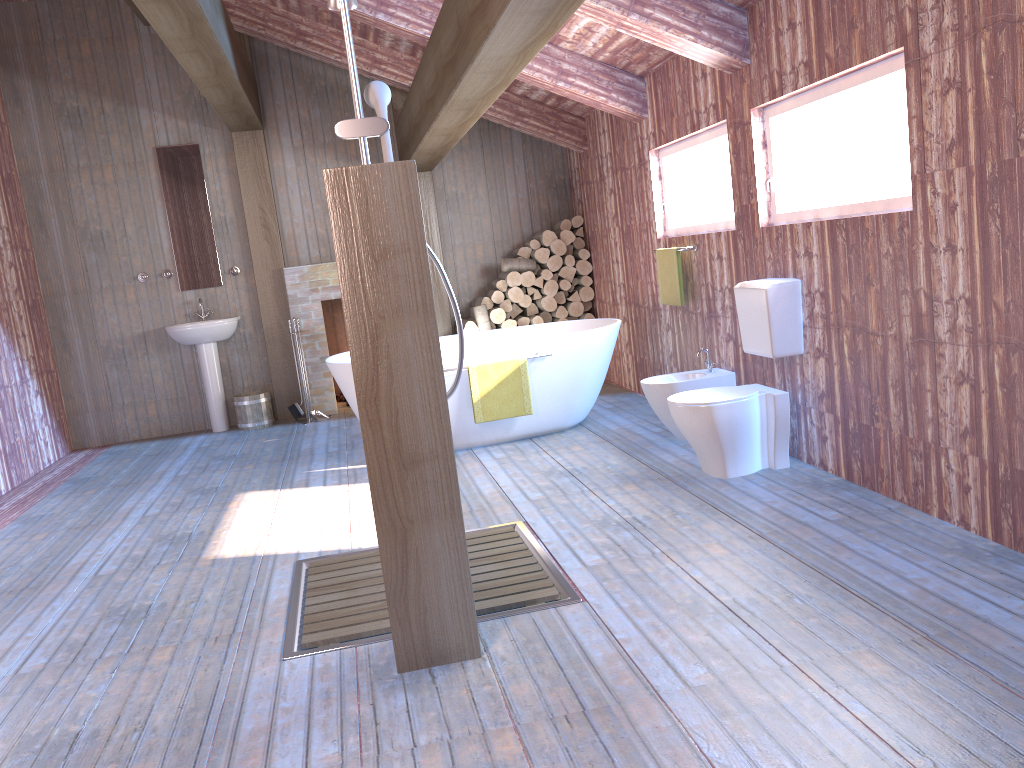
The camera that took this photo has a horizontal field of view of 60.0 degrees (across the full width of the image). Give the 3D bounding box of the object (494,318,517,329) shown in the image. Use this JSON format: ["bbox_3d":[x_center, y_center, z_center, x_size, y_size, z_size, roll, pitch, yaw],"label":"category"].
[{"bbox_3d":[-0.064,-0.522,7.860,0.139,0.148,0.458,-8,8,-9],"label":"object"}]

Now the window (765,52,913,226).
[{"bbox_3d":[1.416,-1.014,3.844,0.054,0.587,1.255,-8,8,-9],"label":"window"}]

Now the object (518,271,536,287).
[{"bbox_3d":[0.095,-0.932,7.829,0.138,0.147,0.440,-8,8,-9],"label":"object"}]

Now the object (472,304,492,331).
[{"bbox_3d":[-0.250,-0.533,7.631,0.147,0.298,0.109,-8,8,-7],"label":"object"}]

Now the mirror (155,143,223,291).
[{"bbox_3d":[-2.718,-1.400,7.473,0.350,1.199,0.009,-8,8,-10],"label":"mirror"}]

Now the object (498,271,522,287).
[{"bbox_3d":[-0.019,-0.929,7.807,0.135,0.145,0.439,-8,8,-9],"label":"object"}]

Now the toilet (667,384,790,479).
[{"bbox_3d":[1.047,0.238,4.370,0.534,0.400,0.375,-8,8,-9],"label":"toilet"}]

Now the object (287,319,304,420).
[{"bbox_3d":[-1.859,-0.114,7.427,0.136,0.846,0.062,-12,9,-28],"label":"object"}]

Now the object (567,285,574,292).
[{"bbox_3d":[0.501,-0.852,7.903,0.067,0.069,0.177,-8,8,-10],"label":"object"}]

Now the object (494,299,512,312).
[{"bbox_3d":[-0.083,-0.693,7.829,0.111,0.113,0.301,-9,8,-11],"label":"object"}]

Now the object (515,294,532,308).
[{"bbox_3d":[0.090,-0.742,7.843,0.115,0.123,0.291,-8,8,-9],"label":"object"}]

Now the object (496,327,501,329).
[{"bbox_3d":[-0.173,-0.413,7.861,0.155,0.174,0.483,-9,8,-11],"label":"object"}]

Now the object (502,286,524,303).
[{"bbox_3d":[-0.014,-0.792,7.819,0.141,0.143,0.437,-9,8,-12],"label":"object"}]

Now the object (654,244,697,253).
[{"bbox_3d":[1.017,-0.848,5.602,0.091,0.043,0.581,-8,8,-9],"label":"object"}]

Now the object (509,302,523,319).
[{"bbox_3d":[0.005,-0.667,7.939,0.128,0.150,0.323,-8,8,-10],"label":"object"}]

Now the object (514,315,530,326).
[{"bbox_3d":[0.076,-0.550,7.872,0.114,0.120,0.303,-8,8,-9],"label":"object"}]

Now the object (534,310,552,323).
[{"bbox_3d":[0.266,-0.605,8.000,0.116,0.118,0.289,-9,8,-12],"label":"object"}]

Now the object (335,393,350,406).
[{"bbox_3d":[-1.282,0.086,8.527,0.829,0.085,0.935,-11,9,-27],"label":"object"}]

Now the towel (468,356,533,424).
[{"bbox_3d":[-0.069,0.036,5.385,0.370,0.361,0.032,-9,9,-13],"label":"towel"}]

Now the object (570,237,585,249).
[{"bbox_3d":[0.567,-1.253,7.916,0.107,0.115,0.269,-8,8,-9],"label":"object"}]

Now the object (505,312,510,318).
[{"bbox_3d":[-0.067,-0.614,7.842,0.064,0.068,0.174,-9,8,-11],"label":"object"}]

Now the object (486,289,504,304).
[{"bbox_3d":[-0.147,-0.770,7.790,0.115,0.123,0.291,-8,8,-9],"label":"object"}]

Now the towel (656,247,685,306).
[{"bbox_3d":[1.002,-0.680,5.625,0.032,0.361,0.370,-8,8,-10],"label":"towel"}]

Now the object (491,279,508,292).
[{"bbox_3d":[-0.109,-0.868,7.801,0.106,0.112,0.282,-8,8,-9],"label":"object"}]

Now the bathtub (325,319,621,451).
[{"bbox_3d":[-0.245,-0.186,5.909,1.935,1.109,1.460,-5,8,12],"label":"bathtub"}]

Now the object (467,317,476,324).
[{"bbox_3d":[-0.332,-0.547,7.899,0.099,0.093,0.280,-8,8,-9],"label":"object"}]

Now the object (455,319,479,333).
[{"bbox_3d":[-0.401,-0.498,7.792,0.139,0.137,0.455,-9,8,-12],"label":"object"}]

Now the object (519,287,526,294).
[{"bbox_3d":[0.078,-0.825,7.818,0.057,0.061,0.156,-9,8,-11],"label":"object"}]

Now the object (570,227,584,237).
[{"bbox_3d":[0.560,-1.351,7.919,0.081,0.100,0.281,-8,8,-10],"label":"object"}]

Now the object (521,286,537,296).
[{"bbox_3d":[0.150,-0.829,7.847,0.088,0.092,0.280,-8,8,-9],"label":"object"}]

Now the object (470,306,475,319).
[{"bbox_3d":[-0.302,-0.634,7.896,0.108,0.113,0.302,-8,8,-9],"label":"object"}]

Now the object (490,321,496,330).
[{"bbox_3d":[-0.228,-0.520,7.908,0.121,0.124,0.291,-8,8,-9],"label":"object"}]

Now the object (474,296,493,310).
[{"bbox_3d":[-0.252,-0.716,7.826,0.114,0.113,0.301,-9,8,-12],"label":"object"}]

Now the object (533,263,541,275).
[{"bbox_3d":[0.167,-1.034,7.927,0.121,0.124,0.291,-8,8,-9],"label":"object"}]

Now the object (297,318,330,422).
[{"bbox_3d":[-1.712,-0.121,7.442,0.206,0.871,0.126,-2,10,33],"label":"object"}]

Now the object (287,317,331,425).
[{"bbox_3d":[-1.798,-0.120,7.491,0.276,0.888,0.333,-2,10,32],"label":"object"}]

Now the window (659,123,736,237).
[{"bbox_3d":[1.146,-1.204,5.355,0.054,0.587,1.255,-8,8,-9],"label":"window"}]

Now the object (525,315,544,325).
[{"bbox_3d":[0.177,-0.568,7.884,0.098,0.100,0.437,-9,8,-12],"label":"object"}]

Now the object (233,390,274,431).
[{"bbox_3d":[-2.193,0.224,7.536,0.309,0.290,0.308,-7,8,0],"label":"object"}]

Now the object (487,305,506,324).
[{"bbox_3d":[-0.160,-0.614,7.815,0.138,0.147,0.440,-8,8,-9],"label":"object"}]

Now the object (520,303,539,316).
[{"bbox_3d":[0.152,-0.675,7.969,0.104,0.127,0.321,-8,8,-9],"label":"object"}]
